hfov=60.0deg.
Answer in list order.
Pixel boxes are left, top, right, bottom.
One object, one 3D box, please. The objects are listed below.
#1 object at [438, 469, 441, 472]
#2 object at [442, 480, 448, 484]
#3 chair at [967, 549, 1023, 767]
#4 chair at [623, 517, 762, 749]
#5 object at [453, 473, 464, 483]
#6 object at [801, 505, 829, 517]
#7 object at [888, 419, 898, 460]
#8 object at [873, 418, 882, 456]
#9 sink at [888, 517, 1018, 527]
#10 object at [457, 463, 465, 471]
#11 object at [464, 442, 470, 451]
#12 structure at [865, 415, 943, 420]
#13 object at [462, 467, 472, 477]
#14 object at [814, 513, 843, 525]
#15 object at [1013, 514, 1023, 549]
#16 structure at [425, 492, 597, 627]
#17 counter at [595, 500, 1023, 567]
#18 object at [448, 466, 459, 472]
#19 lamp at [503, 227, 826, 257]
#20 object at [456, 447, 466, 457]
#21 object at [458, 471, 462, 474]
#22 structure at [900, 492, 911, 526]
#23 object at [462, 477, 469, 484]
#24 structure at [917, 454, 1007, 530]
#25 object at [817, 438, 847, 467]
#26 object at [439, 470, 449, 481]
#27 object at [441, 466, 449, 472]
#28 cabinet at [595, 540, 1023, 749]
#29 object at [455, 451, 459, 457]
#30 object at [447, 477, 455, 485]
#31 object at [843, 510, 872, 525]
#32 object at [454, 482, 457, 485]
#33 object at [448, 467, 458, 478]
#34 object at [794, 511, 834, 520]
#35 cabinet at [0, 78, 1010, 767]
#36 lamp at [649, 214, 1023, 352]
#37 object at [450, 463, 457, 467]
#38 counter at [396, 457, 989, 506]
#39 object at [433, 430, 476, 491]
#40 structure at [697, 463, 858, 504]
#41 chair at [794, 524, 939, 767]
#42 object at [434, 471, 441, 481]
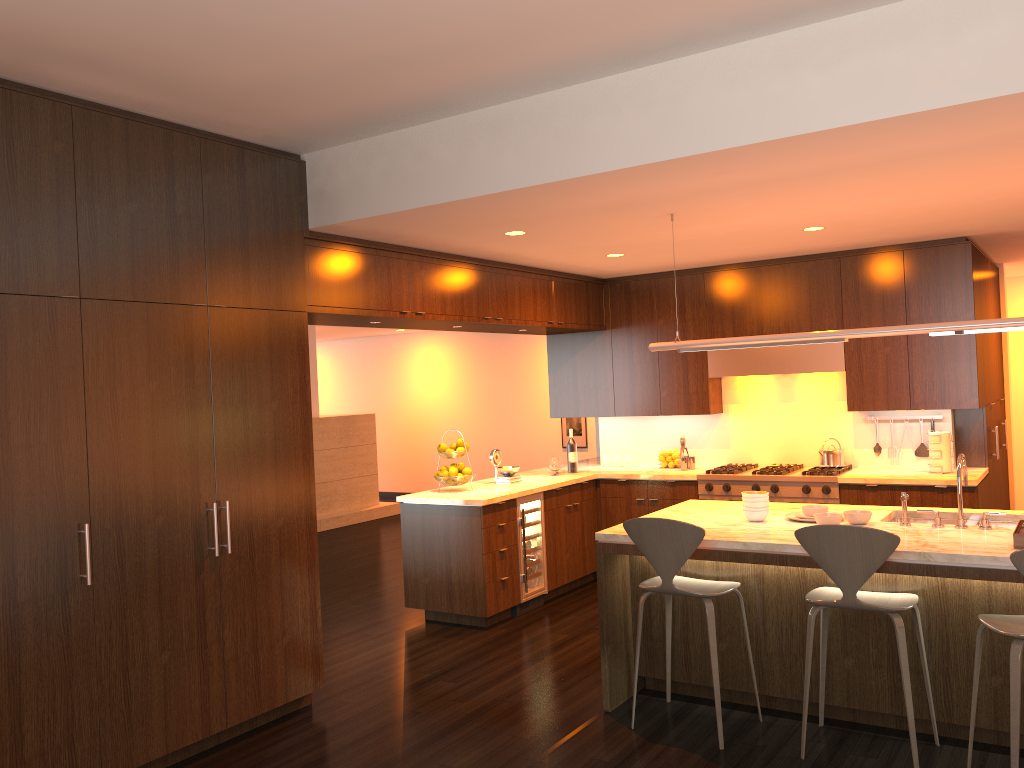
[{"bbox_3d":[-0.537,0.675,6.770,0.057,0.058,0.054,-3,0,-36],"label":"object"},{"bbox_3d":[-0.498,0.727,6.679,0.056,0.053,0.057,-3,0,-7],"label":"object"},{"bbox_3d":[2.053,1.073,3.345,0.520,1.047,0.506,-3,0,8],"label":"chair"},{"bbox_3d":[0.839,1.132,4.275,0.520,1.047,0.506,-3,0,38],"label":"chair"},{"bbox_3d":[-0.396,0.701,6.592,0.078,0.076,0.078,-3,0,20],"label":"object"},{"bbox_3d":[1.585,0.671,4.637,0.138,0.059,0.139,-3,0,-31],"label":"object"},{"bbox_3d":[2.904,0.421,6.773,0.066,0.314,0.004,-3,0,33],"label":"object"},{"bbox_3d":[2.812,0.409,6.829,0.061,0.296,0.020,-3,0,32],"label":"object"},{"bbox_3d":[2.286,0.799,4.430,0.813,0.176,0.457,-3,0,33],"label":"sink"},{"bbox_3d":[-0.382,0.618,6.627,0.062,0.063,0.060,-3,0,41],"label":"object"},{"bbox_3d":[-0.357,0.478,6.713,0.071,0.074,0.070,-3,0,-35],"label":"object"},{"bbox_3d":[2.970,0.256,6.732,0.541,0.031,0.048,-3,0,37],"label":"structure"},{"bbox_3d":[-0.335,0.658,6.612,0.077,0.074,0.078,-3,0,-42],"label":"object"},{"bbox_3d":[1.565,0.677,4.387,0.138,0.059,0.139,-3,0,-31],"label":"object"},{"bbox_3d":[2.407,0.550,3.729,0.497,0.231,0.503,-3,0,33],"label":"object"},{"bbox_3d":[1.599,1.195,6.870,3.400,0.862,3.060,-3,0,33],"label":"structure"},{"bbox_3d":[1.907,0.709,4.320,2.711,0.038,1.280,-3,0,33],"label":"counter"},{"bbox_3d":[-0.436,0.646,6.621,0.077,0.075,0.077,-3,0,7],"label":"object"},{"bbox_3d":[-2.894,-0.835,10.587,16.431,0.171,5.868,-3,0,33],"label":"lamp"},{"bbox_3d":[-0.385,0.507,6.654,0.078,0.077,0.077,-3,0,-40],"label":"object"},{"bbox_3d":[-0.381,0.656,6.705,0.070,0.072,0.071,-3,0,-3],"label":"object"},{"bbox_3d":[1.912,0.609,4.321,0.050,0.161,0.067,-3,0,33],"label":"structure"},{"bbox_3d":[-0.363,0.711,6.667,0.078,0.075,0.078,-3,0,11],"label":"object"},{"bbox_3d":[2.151,0.508,4.202,0.321,0.341,0.310,-3,0,-19],"label":"structure"},{"bbox_3d":[2.493,0.530,6.916,0.221,0.218,0.221,-3,0,18],"label":"object"},{"bbox_3d":[-0.503,0.680,6.590,0.077,0.077,0.077,-3,0,45],"label":"object"},{"bbox_3d":[-0.502,0.650,6.658,0.067,0.071,0.069,-3,0,-21],"label":"object"},{"bbox_3d":[1.928,1.166,4.318,2.713,0.876,1.281,-3,0,33],"label":"cabinet"},{"bbox_3d":[-0.410,0.517,6.726,0.071,0.072,0.071,-3,0,-26],"label":"object"},{"bbox_3d":[-0.457,0.720,6.630,0.063,0.069,0.070,-3,0,-4],"label":"object"},{"bbox_3d":[1.729,0.669,4.434,0.138,0.059,0.139,-3,0,-31],"label":"object"},{"bbox_3d":[-0.428,0.731,6.695,0.062,0.062,0.062,-3,0,-13],"label":"object"},{"bbox_3d":[-0.434,0.655,6.553,0.068,0.077,0.079,-3,0,9],"label":"object"},{"bbox_3d":[1.586,0.692,4.637,0.216,0.025,0.217,-3,0,-40],"label":"object"},{"bbox_3d":[1.673,0.119,5.310,5.521,2.997,7.728,-3,0,33],"label":"cabinet"},{"bbox_3d":[1.807,-0.601,4.308,2.465,0.765,0.120,-3,0,33],"label":"lamp"},{"bbox_3d":[-0.435,0.623,6.686,0.063,0.059,0.061,-3,0,-23],"label":"object"},{"bbox_3d":[1.537,0.733,6.822,3.616,0.038,3.187,-3,0,33],"label":"counter"},{"bbox_3d":[-0.437,0.574,6.685,0.324,0.461,0.324,-3,0,-8],"label":"object"},{"bbox_3d":[2.109,0.674,7.004,1.067,0.422,0.824,-3,0,33],"label":"structure"},{"bbox_3d":[1.524,1.099,3.876,0.520,1.047,0.506,-3,0,33],"label":"chair"},{"bbox_3d":[-0.548,0.691,6.658,0.068,0.069,0.065,-3,0,10],"label":"object"}]
